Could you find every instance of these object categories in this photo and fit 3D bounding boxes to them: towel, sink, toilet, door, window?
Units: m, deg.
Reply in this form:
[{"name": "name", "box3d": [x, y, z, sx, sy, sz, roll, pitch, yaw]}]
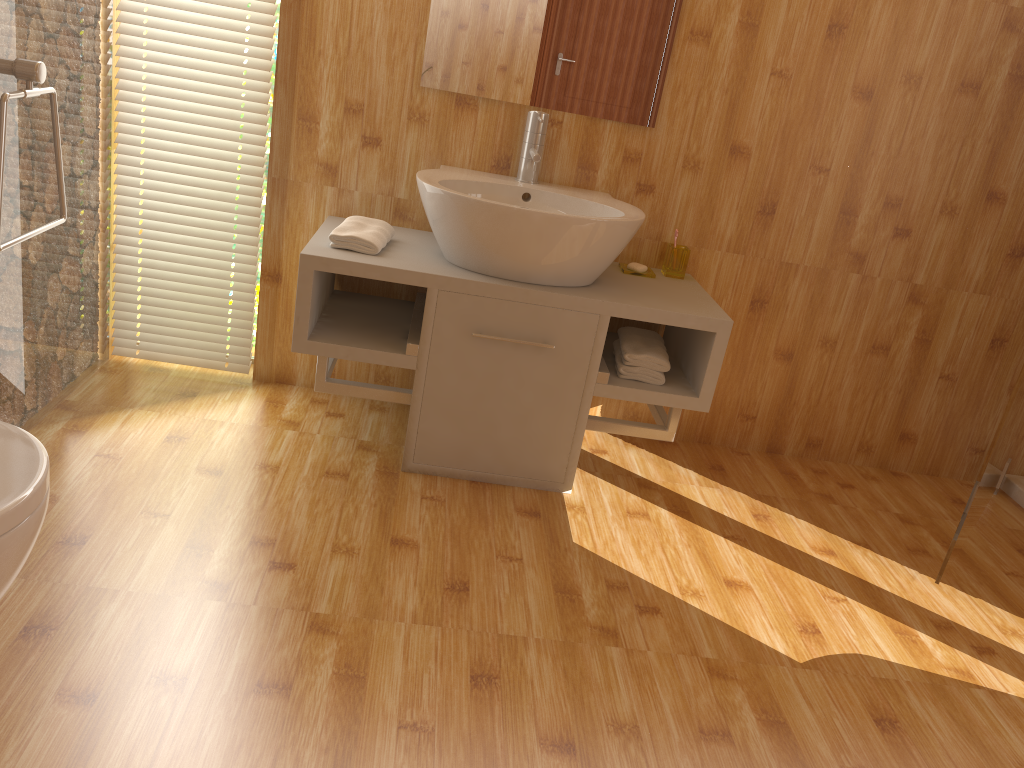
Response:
[{"name": "towel", "box3d": [-0.407, -0.409, 2.420, 0.140, 0.048, 0.225, 10, 21, -1]}, {"name": "sink", "box3d": [0.054, -0.520, 2.425, 0.634, 0.409, 0.533, 8, 21, -6]}, {"name": "toilet", "box3d": [-0.895, 0.254, 1.180, 0.507, 0.337, 0.371, 8, 21, -6]}, {"name": "towel", "box3d": [0.380, -0.103, 2.550, 0.140, 0.048, 0.225, 10, 21, -1]}, {"name": "door", "box3d": [1.574, -0.564, 2.363, 0.077, 2.147, 0.983, 24, 24, 31]}, {"name": "window", "box3d": [0.868, -0.858, 2.780, 3.964, 2.164, 0.010, 8, 21, -6]}, {"name": "towel", "box3d": [0.366, -0.066, 2.554, 0.140, 0.048, 0.225, 10, 21, -1]}]

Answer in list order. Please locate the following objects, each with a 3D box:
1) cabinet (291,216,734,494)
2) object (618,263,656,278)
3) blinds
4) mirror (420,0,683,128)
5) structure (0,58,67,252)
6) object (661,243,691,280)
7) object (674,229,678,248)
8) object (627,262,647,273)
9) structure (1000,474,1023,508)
[{"name": "cabinet", "box3d": [-0.032, -0.072, 2.605, 1.136, 0.570, 0.517, 8, 21, -6]}, {"name": "object", "box3d": [0.379, -0.345, 2.692, 0.100, 0.010, 0.100, 8, 21, -6]}, {"name": "blinds", "box3d": [-0.870, -1.070, 2.458, 0.420, 2.178, 0.042, 8, 21, -6]}, {"name": "mirror", "box3d": [0.124, -1.050, 2.503, 0.698, 0.523, 0.005, 8, 21, -6]}, {"name": "structure", "box3d": [-1.049, -0.504, 1.856, 0.133, 0.387, 0.332, 8, 21, -6]}, {"name": "object", "box3d": [0.502, -0.376, 2.715, 0.060, 0.093, 0.060, 8, 21, -6]}, {"name": "object", "box3d": [0.492, -0.407, 2.687, 0.012, 0.132, 0.063, 19, 22, 21]}, {"name": "object", "box3d": [0.381, -0.353, 2.691, 0.050, 0.023, 0.075, 22, 23, 27]}, {"name": "structure", "box3d": [2.212, 0.587, 2.717, 0.955, 0.050, 1.000, 8, 21, -6]}]
